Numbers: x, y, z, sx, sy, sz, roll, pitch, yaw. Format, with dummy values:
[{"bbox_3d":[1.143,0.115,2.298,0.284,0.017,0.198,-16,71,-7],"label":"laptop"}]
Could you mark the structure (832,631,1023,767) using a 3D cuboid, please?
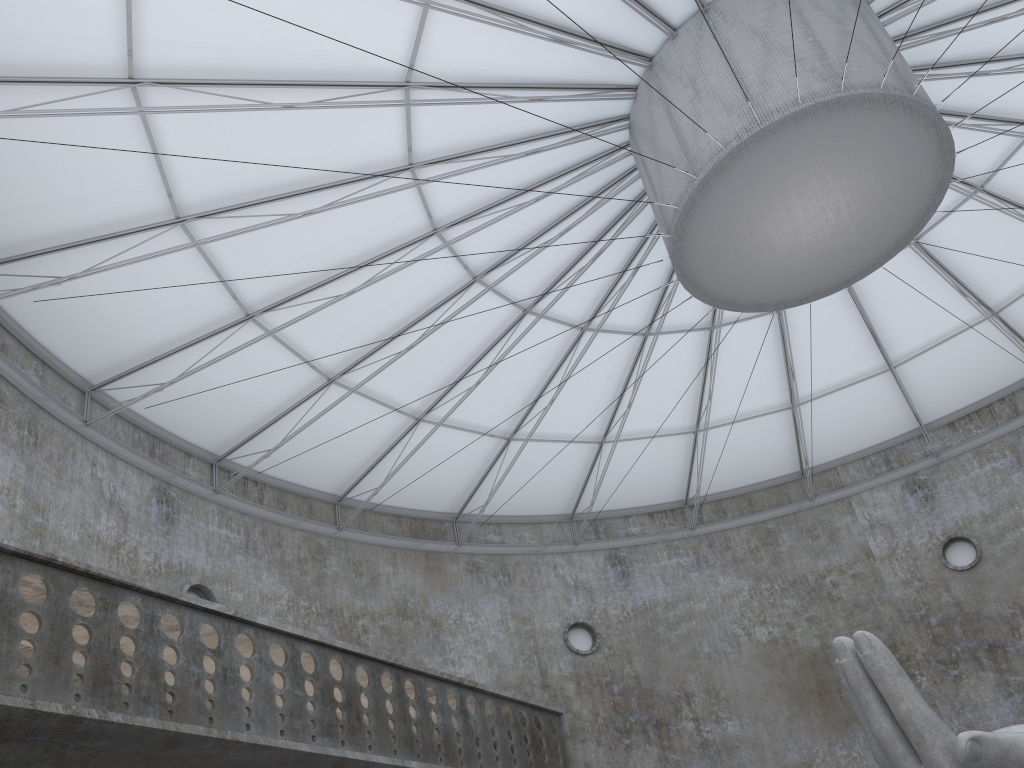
[{"bbox_3d":[11.208,5.194,13.616,10.702,5.561,16.073,-2,-35,-13],"label":"structure"}]
